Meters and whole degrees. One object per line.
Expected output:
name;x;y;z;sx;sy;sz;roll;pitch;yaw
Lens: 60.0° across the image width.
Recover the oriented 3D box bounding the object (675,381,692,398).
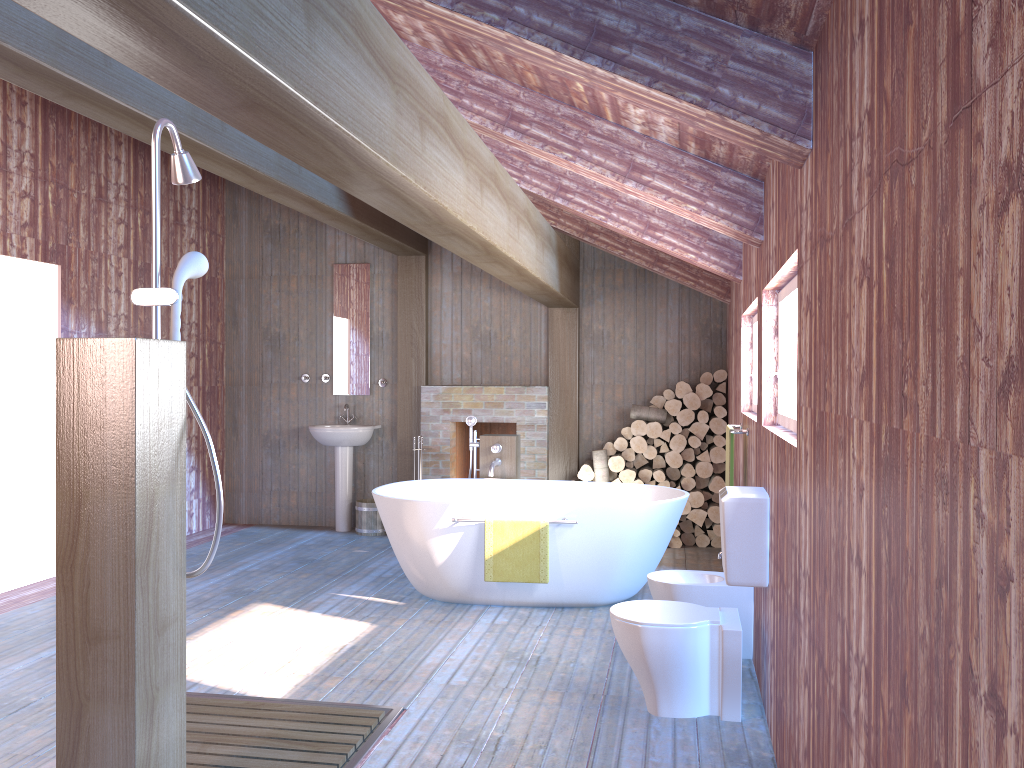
object;1.422;0.045;7.328;0.135;0.139;0.456;0;0;12

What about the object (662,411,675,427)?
object;1.299;0.287;7.431;0.121;0.124;0.291;0;0;11

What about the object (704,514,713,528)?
object;1.619;1.131;7.329;0.085;0.091;0.280;0;0;9

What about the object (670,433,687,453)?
object;1.374;0.479;7.320;0.136;0.157;0.439;0;0;11

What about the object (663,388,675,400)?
object;1.300;0.085;7.321;0.094;0.097;0.227;0;0;11

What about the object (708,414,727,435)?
object;1.685;0.330;7.266;0.147;0.152;0.439;0;0;11

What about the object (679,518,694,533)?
object;1.455;1.155;7.409;0.125;0.132;0.320;0;0;9

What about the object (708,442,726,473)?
object;1.683;0.615;7.274;0.137;0.256;0.439;0;0;11

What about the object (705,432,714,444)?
object;1.640;0.449;7.316;0.088;0.092;0.280;0;0;11

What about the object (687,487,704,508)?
object;1.509;0.918;7.304;0.138;0.147;0.440;0;0;11

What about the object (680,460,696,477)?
object;1.440;0.695;7.284;0.114;0.113;0.301;0;0;8

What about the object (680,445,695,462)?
object;1.442;0.567;7.294;0.111;0.118;0.302;0;0;10

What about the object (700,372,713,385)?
object;1.601;-0.037;7.312;0.104;0.121;0.270;0;0;11

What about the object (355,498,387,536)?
object;-1.225;1.173;7.813;0.309;0.290;0.308;0;0;21

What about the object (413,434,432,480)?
object;-0.818;0.878;7.659;0.333;0.888;0.276;0;0;-38

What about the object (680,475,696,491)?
object;1.441;0.803;7.280;0.116;0.117;0.289;0;0;8

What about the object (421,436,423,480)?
object;-0.755;0.881;7.582;0.126;0.871;0.206;0;0;-37

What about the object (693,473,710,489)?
object;1.575;0.802;7.386;0.118;0.106;0.319;0;0;8

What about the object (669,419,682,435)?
object;1.351;0.350;7.320;0.102;0.109;0.438;0;0;11

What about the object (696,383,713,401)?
object;1.580;0.061;7.301;0.133;0.142;0.456;0;0;12

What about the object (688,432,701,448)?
object;1.500;0.458;7.295;0.102;0.109;0.438;0;0;11

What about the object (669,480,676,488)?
object;1.324;0.823;7.316;0.054;0.056;0.146;0;0;11

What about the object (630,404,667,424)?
object;1.120;0.245;7.261;0.302;0.157;0.121;0;0;11

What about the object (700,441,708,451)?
object;1.569;0.505;7.272;0.067;0.069;0.177;0;0;11

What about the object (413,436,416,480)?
object;-0.897;0.867;7.621;0.136;0.846;0.062;0;0;-8

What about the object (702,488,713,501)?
object;1.615;0.915;7.328;0.088;0.092;0.280;0;0;10

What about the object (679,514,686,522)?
object;1.401;1.083;7.304;0.071;0.074;0.190;0;0;11

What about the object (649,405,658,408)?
object;1.182;0.239;7.451;0.113;0.130;0.291;0;0;11

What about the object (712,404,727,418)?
object;1.697;0.217;7.259;0.102;0.109;0.438;0;0;11

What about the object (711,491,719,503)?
object;1.696;0.908;7.319;0.114;0.113;0.301;0;0;8

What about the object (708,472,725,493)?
object;1.674;0.801;7.288;0.139;0.137;0.455;0;0;9

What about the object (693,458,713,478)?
object;1.570;0.686;7.293;0.137;0.133;0.437;0;0;9

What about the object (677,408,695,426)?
object;1.430;0.273;7.309;0.143;0.151;0.440;0;0;11

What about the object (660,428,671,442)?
object;1.263;0.421;7.336;0.109;0.124;0.424;0;0;10

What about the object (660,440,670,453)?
object;1.269;0.511;7.343;0.085;0.096;0.280;0;0;11

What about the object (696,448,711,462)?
object;1.569;0.569;7.285;0.115;0.112;0.423;0;0;11

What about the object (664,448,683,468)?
object;1.331;0.603;7.328;0.141;0.143;0.437;0;0;9

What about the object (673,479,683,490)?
object;1.355;0.858;7.323;0.115;0.112;0.423;0;0;11

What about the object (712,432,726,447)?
object;1.693;0.449;7.261;0.102;0.109;0.438;0;0;11

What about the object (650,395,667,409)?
object;1.234;0.154;7.442;0.140;0.121;0.319;0;0;12

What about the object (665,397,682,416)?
object;1.337;0.183;7.344;0.139;0.148;0.458;0;0;11

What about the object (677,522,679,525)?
object;1.303;1.079;7.336;0.141;0.143;0.437;0;0;9

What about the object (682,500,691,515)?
object;1.408;0.979;7.323;0.135;0.145;0.439;0;0;11

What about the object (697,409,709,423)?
object;1.567;0.260;7.282;0.089;0.106;0.437;0;0;12

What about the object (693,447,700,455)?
object;1.511;0.541;7.282;0.065;0.069;0.177;0;0;10

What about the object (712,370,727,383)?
object;1.707;-0.061;7.294;0.112;0.113;0.271;0;0;11

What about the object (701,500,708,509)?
object;1.576;0.985;7.273;0.057;0.061;0.156;0;0;10

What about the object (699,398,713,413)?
object;1.608;0.176;7.378;0.132;0.119;0.319;0;0;12

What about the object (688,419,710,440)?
object;1.541;0.377;7.318;0.172;0.151;0.482;0;0;12

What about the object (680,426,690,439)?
object;1.422;0.399;7.289;0.095;0.090;0.278;0;0;12

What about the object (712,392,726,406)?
object;1.702;0.121;7.295;0.107;0.115;0.269;0;0;12

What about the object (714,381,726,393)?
object;1.713;0.025;7.308;0.081;0.100;0.281;0;0;10

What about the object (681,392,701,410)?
object;1.470;0.137;7.302;0.141;0.143;0.437;0;0;9
